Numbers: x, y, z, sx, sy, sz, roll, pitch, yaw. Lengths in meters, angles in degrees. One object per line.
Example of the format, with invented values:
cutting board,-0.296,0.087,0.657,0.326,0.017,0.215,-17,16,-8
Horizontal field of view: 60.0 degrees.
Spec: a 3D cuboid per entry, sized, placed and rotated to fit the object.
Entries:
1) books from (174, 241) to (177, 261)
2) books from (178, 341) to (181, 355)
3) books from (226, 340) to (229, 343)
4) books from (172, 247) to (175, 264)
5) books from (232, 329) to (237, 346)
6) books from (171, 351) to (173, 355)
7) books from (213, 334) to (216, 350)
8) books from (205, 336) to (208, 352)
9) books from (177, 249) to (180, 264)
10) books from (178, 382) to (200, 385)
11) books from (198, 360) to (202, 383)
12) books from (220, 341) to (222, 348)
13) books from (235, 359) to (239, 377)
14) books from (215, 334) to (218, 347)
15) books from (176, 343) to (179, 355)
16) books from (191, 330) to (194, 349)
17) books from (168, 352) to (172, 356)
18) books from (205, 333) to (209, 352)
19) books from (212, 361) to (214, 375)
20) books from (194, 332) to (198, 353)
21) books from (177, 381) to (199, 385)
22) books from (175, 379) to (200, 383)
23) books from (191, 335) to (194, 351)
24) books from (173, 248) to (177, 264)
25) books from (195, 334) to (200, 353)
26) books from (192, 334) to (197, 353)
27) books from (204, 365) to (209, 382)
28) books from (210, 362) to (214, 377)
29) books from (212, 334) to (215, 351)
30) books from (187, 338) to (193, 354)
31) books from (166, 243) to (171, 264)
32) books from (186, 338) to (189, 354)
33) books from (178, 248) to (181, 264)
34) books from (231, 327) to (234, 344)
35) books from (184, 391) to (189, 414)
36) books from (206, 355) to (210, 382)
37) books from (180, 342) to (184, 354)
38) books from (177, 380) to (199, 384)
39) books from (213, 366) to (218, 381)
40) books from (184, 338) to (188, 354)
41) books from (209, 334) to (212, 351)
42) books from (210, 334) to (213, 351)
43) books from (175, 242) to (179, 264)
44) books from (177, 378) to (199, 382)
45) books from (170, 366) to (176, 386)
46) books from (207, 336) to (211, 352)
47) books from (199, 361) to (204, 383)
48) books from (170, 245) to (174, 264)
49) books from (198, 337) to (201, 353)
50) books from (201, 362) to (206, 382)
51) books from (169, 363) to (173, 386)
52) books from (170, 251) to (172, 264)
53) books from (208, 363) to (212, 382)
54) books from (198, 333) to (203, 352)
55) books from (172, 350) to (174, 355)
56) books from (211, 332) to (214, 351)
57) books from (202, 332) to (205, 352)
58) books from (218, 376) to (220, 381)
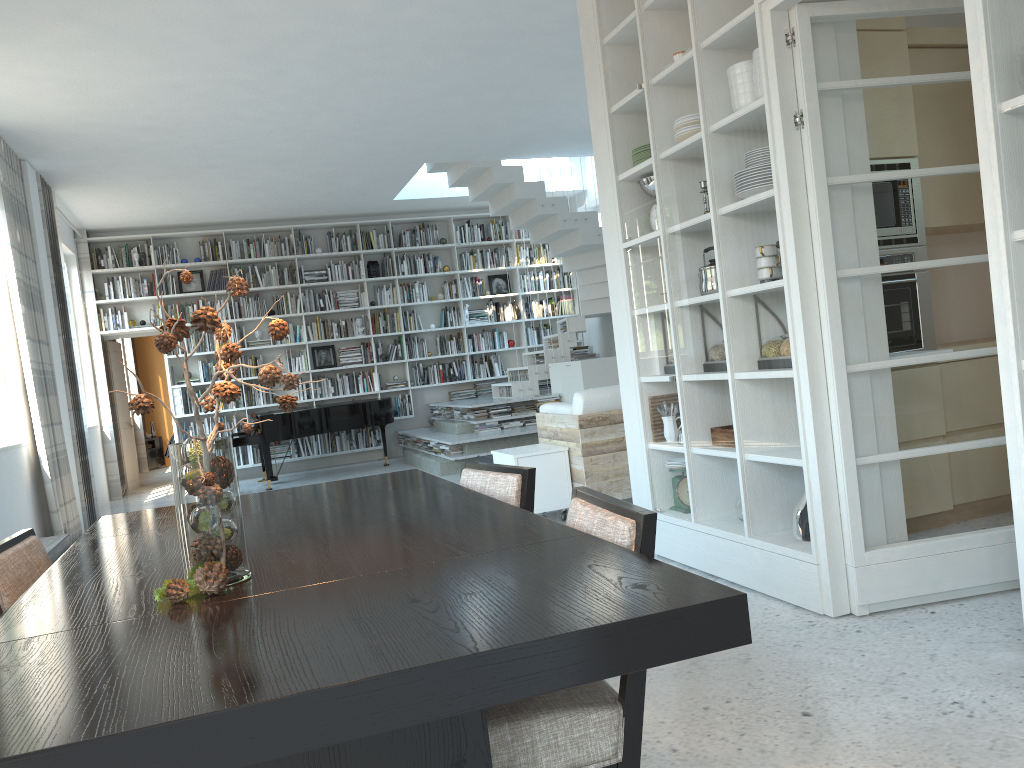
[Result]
books,-4.168,-1.611,11.002,0.007,0.301,0.145,-7,2,-18
books,-4.122,-0.472,10.996,0.022,0.236,0.177,-7,2,-18
books,-3.583,-0.514,11.187,0.030,0.183,0.152,-7,2,-18
books,-4.188,-1.567,10.981,0.013,0.220,0.181,-7,2,-18
books,-3.503,-0.562,11.220,0.036,0.258,0.123,-7,2,-18
books,-4.216,-0.475,10.960,0.027,0.266,0.176,-7,2,-18
books,-3.739,-0.529,11.144,0.011,0.252,0.139,-7,2,-18
books,-3.834,-0.541,11.098,0.013,0.300,0.151,-7,2,-18
books,-4.137,-1.564,11.007,0.014,0.202,0.170,-7,2,-18
books,-4.030,-0.001,11.040,0.285,0.012,0.159,-7,2,-15
books,-3.898,-0.155,11.079,0.012,0.285,0.159,-7,2,-18
books,-3.670,-0.522,11.165,0.021,0.221,0.148,-7,2,-18
books,-3.468,-0.204,11.181,0.082,0.276,0.228,-7,2,-18
books,-3.723,-0.527,11.159,0.028,0.242,0.131,-7,2,-18
books,-4.156,-0.455,11.003,0.042,0.209,0.143,-7,2,-18
books,-3.973,-0.520,11.051,0.011,0.293,0.183,-7,2,-18
books,-4.240,-0.444,10.970,0.026,0.209,0.155,-7,2,-18
books,-3.819,-0.521,11.114,0.021,0.256,0.156,-7,2,-18
books,-3.743,-0.157,11.121,0.011,0.250,0.172,-7,2,-18
books,-3.944,-0.513,11.071,0.011,0.271,0.157,-7,2,-18
books,-4.033,-0.013,11.044,0.254,0.012,0.161,-7,2,-17
books,-4.034,-0.038,11.036,0.285,0.012,0.159,-7,1,-14
books,-3.982,-0.487,11.051,0.014,0.230,0.148,-7,2,-18
books,-4.170,-1.566,10.980,0.021,0.214,0.173,-7,2,-18
books,-3.921,-0.498,11.061,0.024,0.237,0.167,-7,2,-18
books,-3.953,-0.499,11.050,0.021,0.247,0.189,-7,2,-18
books,-3.815,-0.126,11.082,0.029,0.208,0.189,-7,2,-18
books,-3.764,-0.154,11.133,0.022,0.249,0.129,-7,2,-18
books,-3.754,-0.554,11.144,0.011,0.304,0.130,-7,2,-18
books,-4.018,-0.490,11.059,0.049,0.243,0.139,-7,2,-18
books,-4.237,-1.590,10.950,0.015,0.280,0.190,-7,2,-18
books,-4.040,-0.488,11.027,0.011,0.246,0.176,-7,2,-18
books,-4.128,-1.570,11.020,0.013,0.210,0.136,-7,2,-18
books,-3.534,-0.572,11.209,0.027,0.286,0.148,-7,2,-18
books,-4.052,0.233,11.040,0.008,0.285,0.159,-7,2,-18
books,-3.814,-0.192,11.117,0.011,0.336,0.153,-7,2,-18
books,-4.093,-0.459,10.995,0.028,0.204,0.188,-7,2,-18
books,-4.033,-0.025,11.039,0.254,0.012,0.161,-7,2,-21
books,-3.716,-0.130,11.116,0.029,0.190,0.189,-7,2,-18
books,-4.060,-0.503,11.029,0.023,0.281,0.174,-7,2,-18
books,-3.777,-0.512,11.113,0.013,0.229,0.177,-7,2,-18
books,-3.768,-0.513,11.128,0.013,0.228,0.151,-7,2,-18
books,-4.161,-1.608,11.017,0.015,0.293,0.130,-7,2,-18
books,-4.037,-0.049,11.042,0.254,0.012,0.161,-7,2,-17
books,-4.198,-0.096,10.982,0.028,0.243,0.156,-7,2,-18
books,-3.796,-0.498,11.122,0.021,0.205,0.130,-7,2,-18
books,-3.880,-0.151,11.083,0.024,0.273,0.150,-7,2,-18
books,-4.205,-1.582,10.986,0.013,0.253,0.129,-7,2,-18
books,-3.911,-0.484,11.092,0.010,0.204,0.139,-7,2,-18
books,-3.855,-0.146,11.100,0.031,0.255,0.143,-7,2,-18
books,-4.222,-0.115,10.985,0.012,0.285,0.159,-7,2,-18
books,-4.217,-1.544,10.976,0.026,0.182,0.161,-7,2,-18
books,-3.790,-0.142,11.131,0.030,0.231,0.148,-7,2,-18
books,-3.892,-0.505,11.079,0.023,0.242,0.184,-7,2,-18
books,-4.201,-0.511,10.962,0.012,0.334,0.184,-7,2,-18
books,-3.758,-0.537,11.127,0.012,0.272,0.145,-7,2,-18
books,-3.865,-0.516,11.107,0.047,0.256,0.141,-7,2,-18
books,-3.688,-0.146,11.160,0.056,0.214,0.142,-7,2,-18
